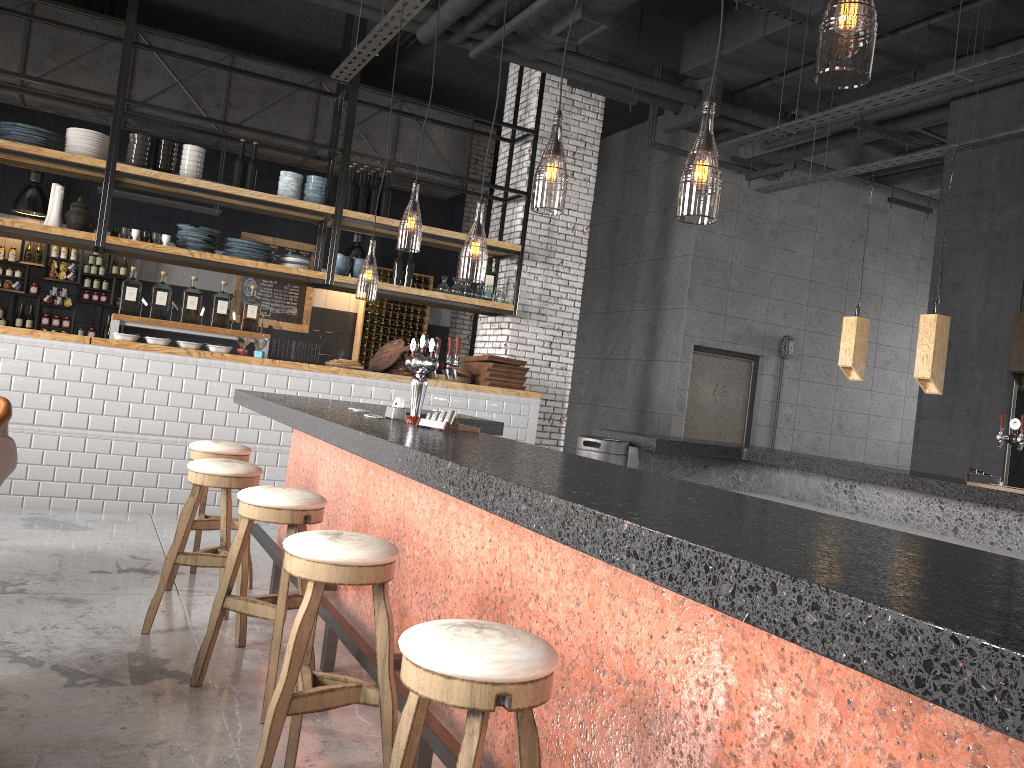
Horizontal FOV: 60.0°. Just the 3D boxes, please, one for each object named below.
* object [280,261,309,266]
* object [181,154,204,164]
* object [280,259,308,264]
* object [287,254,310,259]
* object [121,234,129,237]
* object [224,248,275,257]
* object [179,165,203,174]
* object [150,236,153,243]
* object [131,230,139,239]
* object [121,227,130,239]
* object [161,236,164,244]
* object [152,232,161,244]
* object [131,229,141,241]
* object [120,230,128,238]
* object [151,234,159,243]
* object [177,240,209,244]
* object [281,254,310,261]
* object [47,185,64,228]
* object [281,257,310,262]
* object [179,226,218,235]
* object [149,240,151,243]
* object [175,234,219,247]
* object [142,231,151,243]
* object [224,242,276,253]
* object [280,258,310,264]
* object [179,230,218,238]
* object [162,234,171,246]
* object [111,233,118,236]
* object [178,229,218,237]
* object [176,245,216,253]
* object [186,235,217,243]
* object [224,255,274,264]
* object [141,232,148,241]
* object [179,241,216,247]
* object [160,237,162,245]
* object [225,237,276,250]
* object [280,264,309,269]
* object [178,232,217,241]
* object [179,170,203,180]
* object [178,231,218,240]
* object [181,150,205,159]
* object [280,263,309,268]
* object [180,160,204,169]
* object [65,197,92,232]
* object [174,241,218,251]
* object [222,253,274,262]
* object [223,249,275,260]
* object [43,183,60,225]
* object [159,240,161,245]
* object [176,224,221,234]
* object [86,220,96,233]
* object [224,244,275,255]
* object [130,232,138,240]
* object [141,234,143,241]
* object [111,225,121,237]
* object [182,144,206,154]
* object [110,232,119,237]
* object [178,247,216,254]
[{"bbox_3d":[-2.002,-1.099,8.161,0.265,0.038,0.265,7,-1,-3],"label":"object"},{"bbox_3d":[-2.803,-1.932,7.762,0.196,0.103,0.196,7,-1,-9],"label":"object"},{"bbox_3d":[-1.999,-1.112,8.161,0.263,0.032,0.263,7,-1,23],"label":"object"},{"bbox_3d":[-1.994,-1.163,8.163,0.265,0.037,0.265,7,-1,-31],"label":"object"},{"bbox_3d":[-3.252,-1.249,7.445,0.072,0.097,0.072,8,-2,-39],"label":"object"},{"bbox_3d":[-2.368,-1.176,7.982,0.454,0.062,0.452,7,-1,19],"label":"object"},{"bbox_3d":[-2.812,-1.844,7.754,0.197,0.104,0.196,6,-1,40],"label":"object"},{"bbox_3d":[-3.090,-1.227,7.653,0.072,0.097,0.072,7,-1,-17],"label":"object"},{"bbox_3d":[-3.182,-1.240,7.479,0.072,0.097,0.072,8,-1,-24],"label":"object"},{"bbox_3d":[-3.202,-1.244,7.340,0.072,0.097,0.072,7,-1,-4],"label":"object"},{"bbox_3d":[-2.969,-1.213,7.581,0.072,0.097,0.072,8,-1,-22],"label":"object"},{"bbox_3d":[-2.989,-1.217,7.442,0.072,0.097,0.072,7,-1,-17],"label":"object"},{"bbox_3d":[-3.131,-1.235,7.373,0.072,0.097,0.072,7,-1,14],"label":"object"},{"bbox_3d":[-3.303,-1.254,7.551,0.072,0.097,0.072,7,-1,6],"label":"object"},{"bbox_3d":[-3.039,-1.222,7.548,0.072,0.097,0.072,6,-1,24],"label":"object"},{"bbox_3d":[-2.773,-1.221,7.789,0.334,0.045,0.335,7,-1,-29],"label":"object"},{"bbox_3d":[-1.994,-1.152,8.163,0.265,0.034,0.265,7,-1,-13],"label":"object"},{"bbox_3d":[-3.719,-1.441,7.248,0.132,0.360,0.126,7,-2,0],"label":"object"},{"bbox_3d":[-1.997,-1.134,8.162,0.263,0.029,0.263,7,-1,41],"label":"object"},{"bbox_3d":[-2.757,-1.329,7.794,0.334,0.048,0.335,7,-1,-39],"label":"object"},{"bbox_3d":[-3.140,-1.232,7.759,0.072,0.097,0.072,6,-1,31],"label":"object"},{"bbox_3d":[-2.766,-1.243,7.791,0.371,0.071,0.373,7,-1,-14],"label":"object"},{"bbox_3d":[-3.058,-1.225,7.409,0.072,0.097,0.072,7,-1,-5],"label":"object"},{"bbox_3d":[-2.362,-1.221,7.984,0.454,0.048,0.453,7,-1,1],"label":"object"},{"bbox_3d":[-1.998,-1.123,8.162,0.263,0.028,0.263,7,-1,2],"label":"object"},{"bbox_3d":[-2.762,-1.300,7.792,0.335,0.035,0.334,7,-1,39],"label":"object"},{"bbox_3d":[-2.919,-1.208,7.476,0.072,0.097,0.072,7,-1,6],"label":"object"},{"bbox_3d":[-3.321,-1.258,7.412,0.072,0.097,0.072,8,-1,-26],"label":"object"},{"bbox_3d":[-2.760,-1.315,7.792,0.334,0.036,0.335,7,-1,-36],"label":"object"},{"bbox_3d":[-2.777,-1.170,7.787,0.334,0.046,0.335,7,-1,-40],"label":"object"},{"bbox_3d":[-2.767,-1.260,7.790,0.334,0.039,0.335,7,-1,-26],"label":"object"},{"bbox_3d":[-2.376,-1.103,7.982,0.453,0.033,0.454,8,-1,-43],"label":"object"},{"bbox_3d":[-3.109,-1.231,7.514,0.072,0.097,0.072,7,-1,2],"label":"object"},{"bbox_3d":[-2.775,-1.209,7.789,0.334,0.052,0.334,7,-1,5],"label":"object"},{"bbox_3d":[-3.019,-1.218,7.687,0.072,0.097,0.072,8,-1,-26],"label":"object"},{"bbox_3d":[-2.356,-1.245,7.986,0.452,0.062,0.454,7,-1,-10],"label":"object"},{"bbox_3d":[-2.005,-1.070,8.159,0.263,0.038,0.263,7,-1,-10],"label":"object"},{"bbox_3d":[-2.765,-1.273,7.793,0.335,0.052,0.333,7,-1,13],"label":"object"},{"bbox_3d":[-2.815,-1.800,7.753,0.196,0.105,0.196,6,-1,42],"label":"object"},{"bbox_3d":[-2.764,-1.289,7.793,0.334,0.052,0.334,7,-1,-9],"label":"object"},{"bbox_3d":[-2.795,-1.975,7.761,0.196,0.100,0.196,7,-1,-30],"label":"object"},{"bbox_3d":[-2.004,-1.081,8.160,0.263,0.037,0.262,7,-1,38],"label":"object"},{"bbox_3d":[-2.804,-1.888,7.756,0.196,0.104,0.196,7,-1,10],"label":"object"},{"bbox_3d":[-3.582,-1.398,7.330,0.196,0.305,0.196,7,-1,12],"label":"object"},{"bbox_3d":[-2.778,-1.192,7.791,0.372,0.067,0.372,8,-1,-44],"label":"object"},{"bbox_3d":[-2.374,-1.127,7.982,0.454,0.042,0.453,7,-1,39],"label":"object"},{"bbox_3d":[-2.369,-1.151,7.983,0.453,0.050,0.454,7,-1,-5],"label":"object"},{"bbox_3d":[-3.814,-1.468,7.369,0.126,0.394,0.126,7,-2,14],"label":"object"},{"bbox_3d":[-3.070,-1.223,7.793,0.072,0.097,0.072,8,-1,-25],"label":"object"},{"bbox_3d":[-2.756,-1.349,7.793,0.373,0.050,0.373,7,-1,-4],"label":"object"},{"bbox_3d":[-3.646,-1.356,7.523,0.203,0.213,0.203,7,-1,12],"label":"object"},{"bbox_3d":[-2.362,-1.199,7.983,0.453,0.065,0.453,7,-1,27],"label":"object"},{"bbox_3d":[-3.232,-1.245,7.585,0.072,0.097,0.072,8,-2,-37],"label":"object"},{"bbox_3d":[-3.159,-1.236,7.620,0.072,0.097,0.072,7,-1,4],"label":"object"},{"bbox_3d":[-3.271,-1.253,7.306,0.072,0.097,0.072,7,-1,-3],"label":"object"},{"bbox_3d":[-2.791,-2.020,7.765,0.197,0.103,0.196,6,-1,42],"label":"object"},{"bbox_3d":[-3.372,-1.263,7.518,0.072,0.097,0.072,8,-2,-38],"label":"object"},{"bbox_3d":[-2.780,-1.156,7.788,0.335,0.033,0.334,7,-1,34],"label":"object"}]
